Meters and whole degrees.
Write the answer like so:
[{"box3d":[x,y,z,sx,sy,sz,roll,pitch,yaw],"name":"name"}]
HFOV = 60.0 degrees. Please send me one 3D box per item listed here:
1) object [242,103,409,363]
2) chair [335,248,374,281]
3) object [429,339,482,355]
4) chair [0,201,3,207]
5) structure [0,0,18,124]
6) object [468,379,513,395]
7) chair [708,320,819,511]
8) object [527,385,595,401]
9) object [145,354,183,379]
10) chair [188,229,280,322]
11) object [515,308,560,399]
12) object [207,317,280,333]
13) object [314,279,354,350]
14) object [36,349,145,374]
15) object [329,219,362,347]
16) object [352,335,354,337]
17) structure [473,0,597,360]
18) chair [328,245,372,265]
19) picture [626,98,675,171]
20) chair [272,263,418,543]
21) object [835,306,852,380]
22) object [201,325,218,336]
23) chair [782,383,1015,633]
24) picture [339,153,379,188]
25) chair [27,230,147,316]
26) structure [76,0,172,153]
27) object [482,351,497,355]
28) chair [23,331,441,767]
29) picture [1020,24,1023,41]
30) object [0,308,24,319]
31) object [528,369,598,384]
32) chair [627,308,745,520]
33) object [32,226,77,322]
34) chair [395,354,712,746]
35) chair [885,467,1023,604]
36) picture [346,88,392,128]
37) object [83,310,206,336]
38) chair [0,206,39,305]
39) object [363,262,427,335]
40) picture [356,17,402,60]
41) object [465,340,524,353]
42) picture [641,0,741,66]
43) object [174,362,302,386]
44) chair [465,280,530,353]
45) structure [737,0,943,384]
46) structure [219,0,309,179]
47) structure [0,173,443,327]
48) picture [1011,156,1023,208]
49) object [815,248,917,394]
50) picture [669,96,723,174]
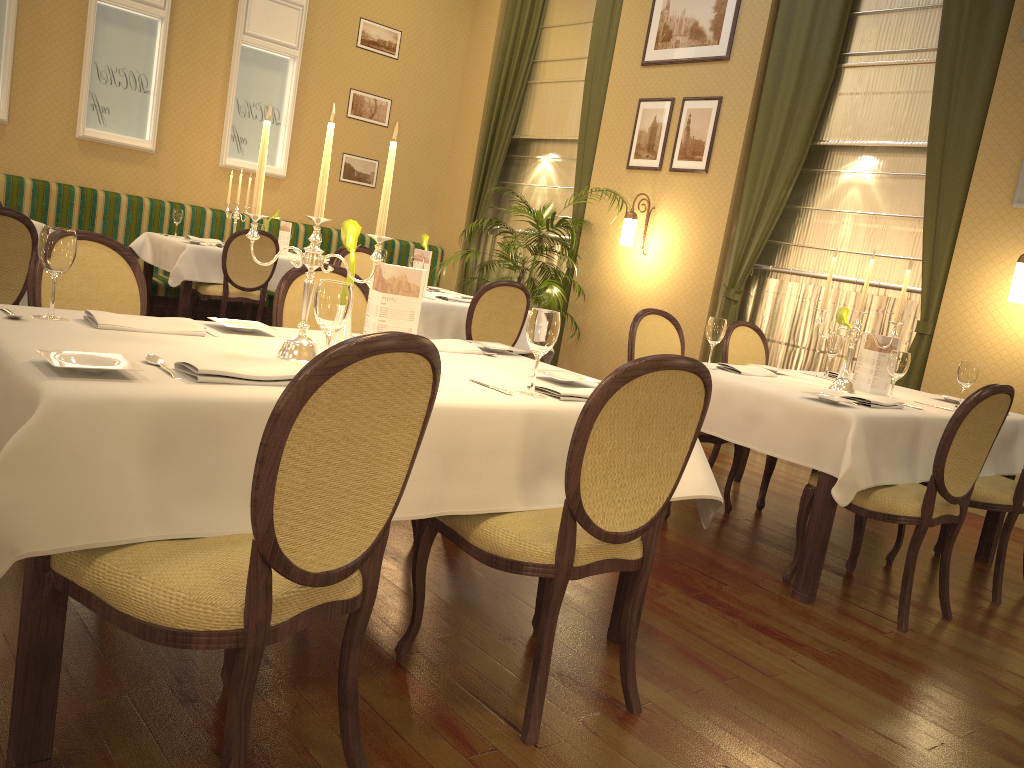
[{"box3d":[-0.495,-0.380,2.242,0.390,0.655,0.131,9,8,-6],"name":"object"},{"box3d":[-0.997,-0.458,6.286,0.530,0.955,0.571,3,11,-40],"name":"chair"},{"box3d":[-0.248,-0.133,2.994,0.273,0.033,0.142,3,11,-40],"name":"object"},{"box3d":[-3.558,-0.807,5.642,0.530,0.955,0.571,3,11,-40],"name":"chair"},{"box3d":[-4.182,-3.613,6.885,0.687,2.985,0.200,3,11,-40],"name":"structure"},{"box3d":[-0.061,0.004,2.361,0.017,0.010,0.185,3,11,-40],"name":"object"},{"box3d":[1.429,0.162,4.976,0.530,0.955,0.571,3,11,-40],"name":"chair"},{"box3d":[0.189,0.024,2.486,0.273,0.024,0.142,3,11,-40],"name":"object"},{"box3d":[-0.727,-0.037,1.849,0.038,0.015,0.181,3,11,-39],"name":"object"},{"box3d":[-2.141,-0.741,6.839,0.530,0.955,0.571,3,11,-40],"name":"chair"},{"box3d":[0.070,-0.082,2.338,0.088,0.229,0.088,11,9,7],"name":"object"},{"box3d":[-0.790,-0.165,2.601,0.160,0.024,0.160,3,11,-40],"name":"object"},{"box3d":[-0.419,-0.122,2.037,0.088,0.229,0.088,10,8,1],"name":"object"},{"box3d":[-0.815,-0.035,1.711,0.160,0.024,0.160,3,11,-40],"name":"object"},{"box3d":[-0.463,-0.272,2.489,0.076,0.375,0.163,7,9,-19],"name":"object"},{"box3d":[-0.473,-0.135,2.812,0.017,0.010,0.185,3,11,-39],"name":"object"},{"box3d":[0.355,-2.470,9.078,0.123,4.511,1.942,3,11,-40],"name":"structure"},{"box3d":[-1.477,-0.703,7.356,0.530,0.955,0.571,3,11,-40],"name":"chair"},{"box3d":[1.207,-2.189,7.772,0.022,0.619,0.412,3,11,-40],"name":"picture"},{"box3d":[-0.613,0.066,3.254,0.530,0.955,0.571,3,11,-40],"name":"chair"},{"box3d":[1.579,-0.176,4.212,0.076,0.375,0.163,7,9,-19],"name":"object"},{"box3d":[-0.858,-0.154,2.487,0.017,0.010,0.185,3,11,-39],"name":"object"},{"box3d":[1.520,0.405,3.468,0.530,0.955,0.571,3,11,-40],"name":"chair"},{"box3d":[-1.615,-2.258,9.390,0.437,0.294,0.008,3,11,-40],"name":"picture"},{"box3d":[-1.193,0.037,2.777,0.571,0.955,0.530,14,9,24],"name":"chair"},{"box3d":[-3.268,-3.570,7.656,0.661,2.985,0.200,3,11,-40],"name":"structure"},{"box3d":[-0.113,-0.117,3.091,0.038,0.015,0.181,3,11,-39],"name":"object"},{"box3d":[-0.508,0.318,1.701,0.571,0.955,0.530,15,10,29],"name":"chair"},{"box3d":[3.525,-2.526,5.035,0.027,1.057,0.966,3,11,-40],"name":"picture"},{"box3d":[-1.236,-0.177,2.190,0.038,0.015,0.181,3,11,-39],"name":"object"},{"box3d":[0.153,-0.015,2.695,0.160,0.024,0.160,3,11,-40],"name":"object"},{"box3d":[0.839,0.135,4.478,0.530,0.955,0.571,3,11,-40],"name":"chair"},{"box3d":[-1.147,-0.277,2.227,0.088,0.229,0.088,11,9,7],"name":"object"},{"box3d":[0.121,0.339,2.289,0.530,0.955,0.571,3,11,-40],"name":"chair"},{"box3d":[2.163,0.436,4.011,0.530,0.955,0.571,3,11,-40],"name":"chair"},{"box3d":[-1.494,-2.892,9.303,0.504,0.294,0.008,3,11,-40],"name":"picture"},{"box3d":[-0.966,-0.159,2.341,0.273,0.033,0.142,3,11,-40],"name":"object"},{"box3d":[-2.300,-0.280,3.601,0.571,0.955,0.530,15,10,29],"name":"chair"},{"box3d":[-0.346,-0.189,2.419,0.166,0.277,0.081,13,9,21],"name":"object"},{"box3d":[-1.375,-3.579,9.199,0.504,0.294,0.008,3,11,-40],"name":"picture"},{"box3d":[-0.062,-0.127,3.191,0.160,0.024,0.160,3,11,-40],"name":"object"},{"box3d":[1.535,-3.235,7.436,0.027,1.057,0.966,3,11,-40],"name":"picture"},{"box3d":[-0.567,-0.025,1.913,0.273,0.033,0.142,3,11,-40],"name":"object"},{"box3d":[-0.263,-0.185,5.321,0.530,0.955,0.571,3,11,-40],"name":"chair"},{"box3d":[2.531,-1.694,6.446,0.134,4.511,1.900,3,11,-40],"name":"structure"},{"box3d":[-2.298,-3.524,8.474,0.670,2.985,0.200,3,11,-40],"name":"structure"},{"box3d":[-6.264,-1.262,5.299,14.516,1.031,0.850,3,11,-40],"name":"structure"},{"box3d":[3.307,-1.411,5.230,0.027,0.769,0.512,3,11,-40],"name":"picture"},{"box3d":[1.548,-0.284,3.965,0.390,0.655,0.131,12,9,15],"name":"object"},{"box3d":[1.524,-2.077,7.390,0.022,0.619,0.412,3,11,-40],"name":"picture"}]
